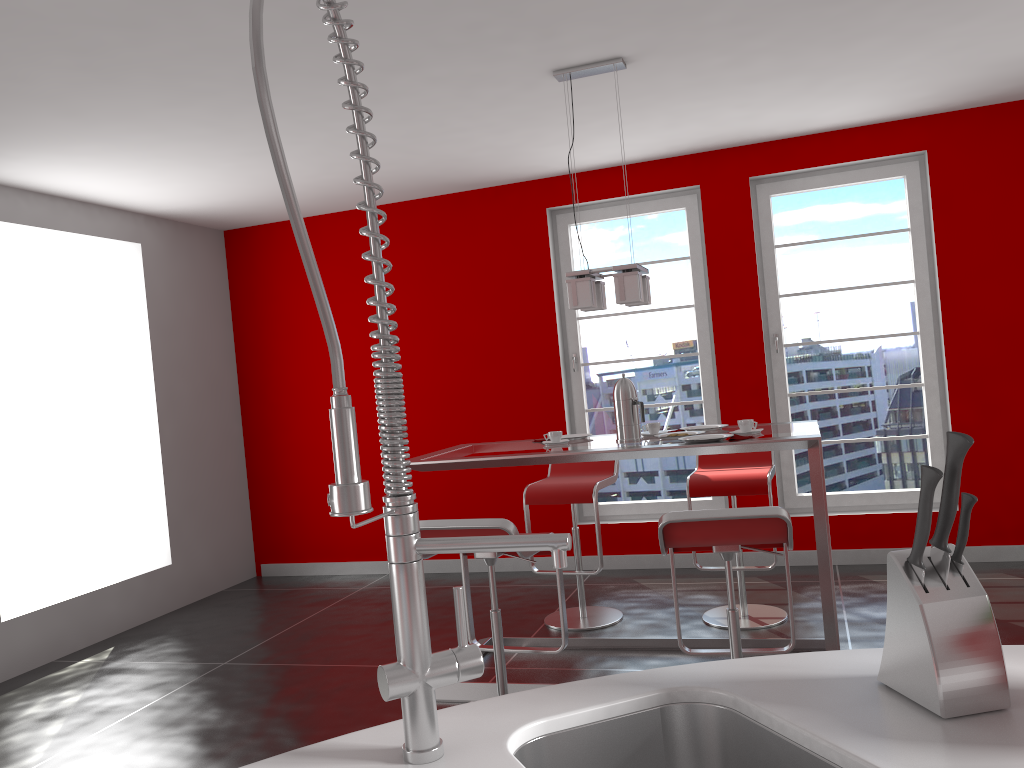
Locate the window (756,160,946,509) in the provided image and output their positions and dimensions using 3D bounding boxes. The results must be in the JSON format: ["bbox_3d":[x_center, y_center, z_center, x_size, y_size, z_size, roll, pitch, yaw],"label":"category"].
[{"bbox_3d":[2.063,-0.272,5.414,0.938,2.038,0.117,-5,1,18],"label":"window"}]

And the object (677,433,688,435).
[{"bbox_3d":[0.712,0.209,3.698,0.034,0.006,0.036,-6,1,-35],"label":"object"}]

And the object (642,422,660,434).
[{"bbox_3d":[0.619,0.197,3.907,0.062,0.049,0.078,-6,1,-32],"label":"object"}]

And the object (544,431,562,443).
[{"bbox_3d":[0.187,0.237,3.938,0.078,0.049,0.062,-5,1,41],"label":"object"}]

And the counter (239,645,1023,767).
[{"bbox_3d":[0.423,0.840,0.451,2.865,0.880,1.868,-6,1,-38],"label":"counter"}]

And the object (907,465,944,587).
[{"bbox_3d":[0.488,0.234,1.066,0.012,0.279,0.130,-5,1,-11],"label":"object"}]

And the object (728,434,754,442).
[{"bbox_3d":[0.880,0.203,3.387,0.095,0.012,0.234,-5,1,18],"label":"object"}]

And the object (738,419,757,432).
[{"bbox_3d":[0.949,0.170,3.567,0.078,0.049,0.062,-5,1,18],"label":"object"}]

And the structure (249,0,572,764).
[{"bbox_3d":[-0.123,-0.019,0.989,0.308,0.920,0.178,-6,1,-28],"label":"structure"}]

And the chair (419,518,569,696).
[{"bbox_3d":[-0.063,0.872,3.167,0.418,0.857,0.460,-5,1,23],"label":"chair"}]

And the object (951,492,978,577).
[{"bbox_3d":[0.541,0.227,1.074,0.009,0.197,0.091,-5,1,-11],"label":"object"}]

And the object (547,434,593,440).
[{"bbox_3d":[0.270,0.251,4.134,0.217,0.015,0.217,-5,1,42],"label":"object"}]

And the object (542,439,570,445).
[{"bbox_3d":[0.195,0.260,3.934,0.119,0.016,0.119,-5,1,-2],"label":"object"}]

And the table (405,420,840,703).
[{"bbox_3d":[0.473,0.744,3.827,1.700,1.000,0.800,-5,1,18],"label":"table"}]

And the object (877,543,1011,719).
[{"bbox_3d":[0.518,0.291,1.089,0.091,0.178,0.137,-5,1,-9],"label":"object"}]

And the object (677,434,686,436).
[{"bbox_3d":[0.699,0.211,3.657,0.034,0.006,0.036,-5,1,6],"label":"object"}]

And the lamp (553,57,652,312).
[{"bbox_3d":[0.378,-0.841,3.794,0.304,1.025,0.304,-5,1,18],"label":"lamp"}]

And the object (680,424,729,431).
[{"bbox_3d":[0.855,0.198,3.948,0.217,0.015,0.217,-5,1,-6],"label":"object"}]

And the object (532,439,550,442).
[{"bbox_3d":[0.140,0.264,4.180,0.095,0.012,0.234,-5,1,17],"label":"object"}]

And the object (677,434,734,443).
[{"bbox_3d":[0.751,0.212,3.436,0.217,0.015,0.217,-6,1,-36],"label":"object"}]

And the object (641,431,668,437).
[{"bbox_3d":[0.625,0.221,3.901,0.119,0.016,0.119,-5,1,16],"label":"object"}]

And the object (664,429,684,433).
[{"bbox_3d":[0.725,0.212,3.994,0.095,0.012,0.234,-5,1,17],"label":"object"}]

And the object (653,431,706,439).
[{"bbox_3d":[0.699,0.215,3.693,0.217,0.015,0.217,-6,1,-35],"label":"object"}]

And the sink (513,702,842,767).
[{"bbox_3d":[0.203,0.520,0.970,0.326,0.172,0.428,-5,1,-21],"label":"sink"}]

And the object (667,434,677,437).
[{"bbox_3d":[0.667,0.214,3.684,0.036,0.006,0.034,-5,1,42],"label":"object"}]

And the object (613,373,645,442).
[{"bbox_3d":[0.502,0.096,3.766,0.149,0.287,0.113,-5,1,26],"label":"object"}]

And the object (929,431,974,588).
[{"bbox_3d":[0.515,0.215,1.061,0.014,0.322,0.150,-5,1,-11],"label":"object"}]

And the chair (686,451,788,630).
[{"bbox_3d":[1.138,0.749,4.481,0.418,0.857,0.460,-5,1,21],"label":"chair"}]

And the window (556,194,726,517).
[{"bbox_3d":[0.832,-0.161,5.818,0.938,2.038,0.117,-5,1,18],"label":"window"}]

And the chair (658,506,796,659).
[{"bbox_3d":[0.726,0.801,2.902,0.418,0.857,0.460,-5,1,13],"label":"chair"}]

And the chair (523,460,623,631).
[{"bbox_3d":[0.350,0.820,4.719,0.418,0.857,0.460,-5,1,26],"label":"chair"}]

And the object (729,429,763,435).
[{"bbox_3d":[0.944,0.194,3.569,0.119,0.016,0.119,-5,1,38],"label":"object"}]
